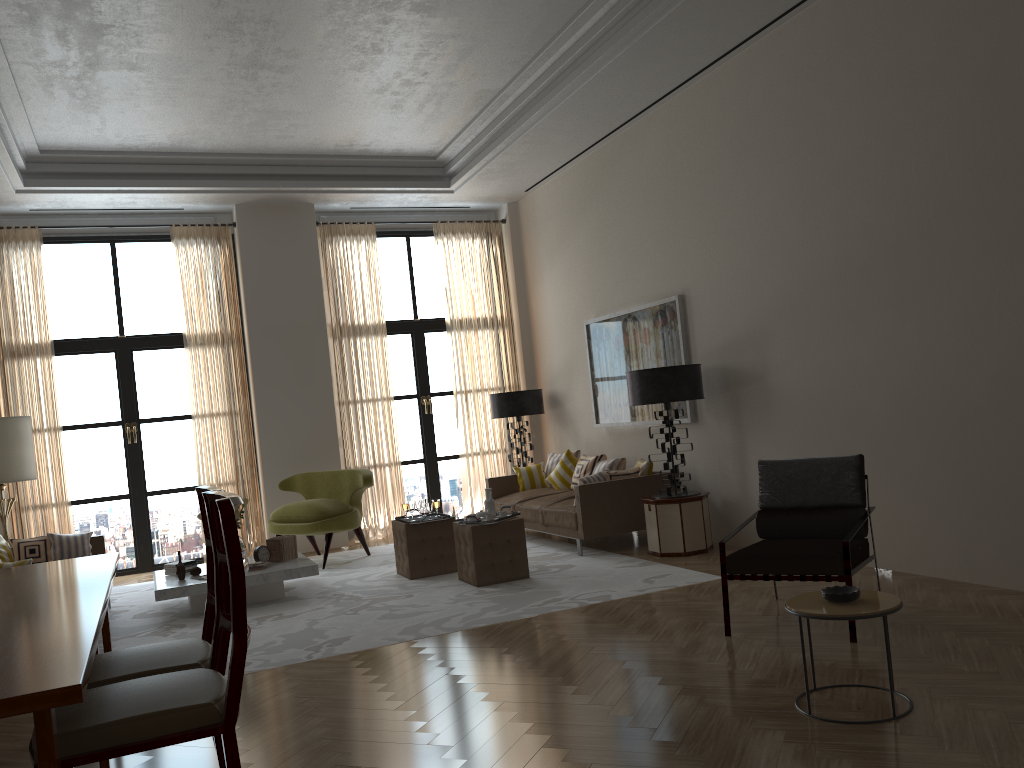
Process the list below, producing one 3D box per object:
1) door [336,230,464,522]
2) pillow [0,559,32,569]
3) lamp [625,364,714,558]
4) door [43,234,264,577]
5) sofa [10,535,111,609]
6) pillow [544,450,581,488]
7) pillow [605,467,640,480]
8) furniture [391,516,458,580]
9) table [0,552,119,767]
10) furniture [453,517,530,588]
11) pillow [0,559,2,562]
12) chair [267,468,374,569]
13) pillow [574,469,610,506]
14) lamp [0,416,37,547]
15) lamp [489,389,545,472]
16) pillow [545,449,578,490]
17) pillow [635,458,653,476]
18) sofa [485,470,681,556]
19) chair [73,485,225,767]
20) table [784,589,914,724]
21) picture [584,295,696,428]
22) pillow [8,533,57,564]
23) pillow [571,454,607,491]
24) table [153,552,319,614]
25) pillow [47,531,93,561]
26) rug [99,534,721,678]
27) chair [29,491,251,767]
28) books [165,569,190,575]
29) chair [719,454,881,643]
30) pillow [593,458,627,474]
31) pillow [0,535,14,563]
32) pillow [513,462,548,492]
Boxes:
[{"bbox_3d":[-1.408,-0.072,14.094,3.083,4.766,0.240,-6,0,-23],"label":"door"},{"bbox_3d":[-4.108,1.631,7.201,0.482,0.433,0.318,-6,-1,-13],"label":"pillow"},{"bbox_3d":[1.763,0.830,9.736,0.829,2.018,0.830,-6,-1,-22],"label":"lamp"},{"bbox_3d":[-5.356,0.281,12.451,3.255,4.766,0.240,-6,0,-23],"label":"door"},{"bbox_3d":[-4.578,2.049,8.338,1.350,0.819,2.983,-5,-2,-23],"label":"sofa"},{"bbox_3d":[0.700,1.255,12.722,0.355,0.576,0.624,-5,-1,-44],"label":"pillow"},{"bbox_3d":[1.276,1.205,10.465,0.464,0.412,0.304,-5,-1,-24],"label":"pillow"},{"bbox_3d":[-0.978,1.827,10.010,0.613,0.616,0.614,-5,-1,-23],"label":"furniture"},{"bbox_3d":[-2.803,1.627,4.099,1.798,1.027,3.806,-5,-2,-23],"label":"table"},{"bbox_3d":[-0.222,1.722,9.209,0.613,0.616,0.614,-5,-1,-23],"label":"furniture"},{"bbox_3d":[-4.851,1.698,8.100,0.403,0.547,0.618,-6,-1,-19],"label":"pillow"},{"bbox_3d":[-2.604,1.785,11.701,1.793,1.213,1.028,-7,-1,35],"label":"chair"},{"bbox_3d":[0.925,1.234,10.358,0.497,0.428,0.327,-5,-1,-35],"label":"pillow"},{"bbox_3d":[-6.014,1.538,10.484,0.768,2.254,0.767,-6,0,31],"label":"lamp"},{"bbox_3d":[0.160,1.124,13.647,0.829,2.018,0.830,-6,0,-18],"label":"lamp"},{"bbox_3d":[0.777,1.217,12.326,0.768,0.617,0.355,-6,-1,21],"label":"pillow"},{"bbox_3d":[1.545,1.152,10.675,0.296,0.475,0.515,-6,-1,-1],"label":"pillow"},{"bbox_3d":[0.823,1.598,11.569,1.350,0.819,2.983,-5,-2,-23],"label":"sofa"},{"bbox_3d":[-1.645,1.253,3.913,0.877,1.505,0.657,-6,-1,-23],"label":"chair"},{"bbox_3d":[1.757,1.409,4.641,0.584,0.547,0.584,-6,-1,17],"label":"table"},{"bbox_3d":[1.559,-0.212,11.246,0.080,1.480,2.270,-6,-1,-24],"label":"picture"},{"bbox_3d":[-5.094,1.829,9.445,0.464,0.412,0.304,-5,-1,-24],"label":"pillow"},{"bbox_3d":[1.020,1.214,11.810,0.403,0.547,0.618,-6,-1,-19],"label":"pillow"},{"bbox_3d":[-3.006,2.161,9.586,1.582,0.343,1.502,-5,-2,-23],"label":"table"},{"bbox_3d":[-4.744,1.793,9.551,0.497,0.428,0.327,-5,-1,-35],"label":"pillow"},{"bbox_3d":[-1.678,2.164,9.691,5.512,0.065,5.739,-5,-2,-23],"label":"rug"},{"bbox_3d":[-1.388,1.207,3.319,0.877,1.505,0.657,-6,-1,-23],"label":"chair"},{"bbox_3d":[-3.576,2.024,9.598,0.207,0.035,0.280,-7,-2,34],"label":"books"},{"bbox_3d":[2.095,1.131,6.412,0.878,1.135,1.133,-6,-1,32],"label":"chair"},{"bbox_3d":[1.226,1.246,11.481,0.370,0.565,0.660,-6,-1,-27],"label":"pillow"},{"bbox_3d":[-5.370,1.818,9.235,0.296,0.475,0.515,-6,-1,-1],"label":"pillow"},{"bbox_3d":[0.285,1.359,12.709,0.482,0.433,0.318,-6,-1,-13],"label":"pillow"}]
